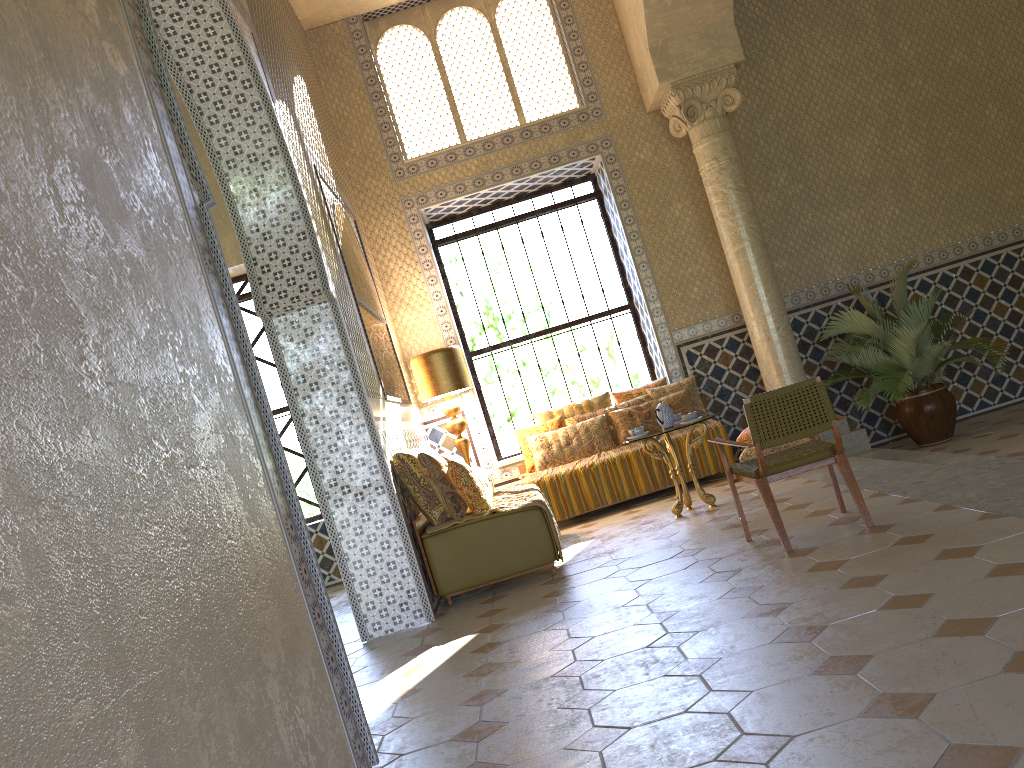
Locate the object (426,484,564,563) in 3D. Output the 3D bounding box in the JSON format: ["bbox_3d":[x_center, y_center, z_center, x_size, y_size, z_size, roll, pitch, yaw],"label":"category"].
[{"bbox_3d":[-0.162,1.624,9.925,1.314,0.718,2.888,-17,-2,0],"label":"object"}]

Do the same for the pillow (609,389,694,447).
[{"bbox_3d":[2.012,0.492,12.492,1.191,0.547,0.329,-17,0,0],"label":"pillow"}]

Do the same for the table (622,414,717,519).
[{"bbox_3d":[1.904,0.962,9.952,1.108,0.981,1.093,-18,-1,29],"label":"table"}]

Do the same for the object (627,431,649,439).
[{"bbox_3d":[1.416,0.583,9.949,0.254,0.032,0.257,-16,-3,-22],"label":"object"}]

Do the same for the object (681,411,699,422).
[{"bbox_3d":[1.947,0.369,9.665,0.183,0.100,0.184,-17,-2,-4],"label":"object"}]

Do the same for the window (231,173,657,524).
[{"bbox_3d":[-2.150,-0.225,13.803,8.474,3.992,0.574,-17,0,-4],"label":"window"}]

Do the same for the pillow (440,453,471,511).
[{"bbox_3d":[-0.613,1.080,9.833,0.340,0.693,0.741,-17,-1,0],"label":"pillow"}]

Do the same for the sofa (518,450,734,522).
[{"bbox_3d":[1.566,1.223,12.472,2.849,0.938,1.274,-17,-1,0],"label":"sofa"}]

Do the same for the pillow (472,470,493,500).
[{"bbox_3d":[-0.369,1.166,9.748,0.271,0.450,0.983,-17,-2,-1],"label":"pillow"}]

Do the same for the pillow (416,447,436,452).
[{"bbox_3d":[-0.902,1.119,10.510,0.422,0.832,1.193,-17,-2,-1],"label":"pillow"}]

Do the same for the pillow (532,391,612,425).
[{"bbox_3d":[0.983,0.657,12.950,1.192,0.833,0.422,-17,0,0],"label":"pillow"}]

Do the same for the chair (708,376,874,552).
[{"bbox_3d":[2.218,0.618,7.129,0.950,1.210,0.907,-17,-1,0],"label":"chair"}]

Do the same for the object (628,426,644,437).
[{"bbox_3d":[1.405,0.547,9.948,0.183,0.100,0.184,-16,-2,-19],"label":"object"}]

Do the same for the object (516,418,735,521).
[{"bbox_3d":[1.526,1.223,12.409,2.886,0.718,1.315,-17,-2,0],"label":"object"}]

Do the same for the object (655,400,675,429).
[{"bbox_3d":[1.718,0.341,9.986,0.272,0.324,0.199,-17,0,-11],"label":"object"}]

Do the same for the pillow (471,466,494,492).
[{"bbox_3d":[-0.370,1.209,10.684,0.271,0.450,0.983,-17,-2,-1],"label":"pillow"}]

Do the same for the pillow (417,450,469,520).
[{"bbox_3d":[-0.697,1.035,9.090,0.383,0.780,0.834,-17,-1,0],"label":"pillow"}]

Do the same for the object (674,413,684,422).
[{"bbox_3d":[1.900,0.412,10.299,0.183,0.100,0.183,-17,-2,-11],"label":"object"}]

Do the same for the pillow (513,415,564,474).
[{"bbox_3d":[0.469,0.883,12.733,0.741,0.693,0.340,-17,0,0],"label":"pillow"}]

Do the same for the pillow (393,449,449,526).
[{"bbox_3d":[-0.901,1.064,9.313,0.422,0.832,1.193,-17,-2,-1],"label":"pillow"}]

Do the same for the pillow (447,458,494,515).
[{"bbox_3d":[-0.419,1.043,8.947,0.345,0.651,0.685,-17,-1,-1],"label":"pillow"}]

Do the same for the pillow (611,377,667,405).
[{"bbox_3d":[1.982,0.385,13.006,0.855,0.801,0.393,-17,0,0],"label":"pillow"}]

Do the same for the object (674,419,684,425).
[{"bbox_3d":[1.911,0.448,10.301,0.254,0.032,0.257,-16,-3,-22],"label":"object"}]

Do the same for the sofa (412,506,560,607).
[{"bbox_3d":[-0.218,1.650,9.937,1.273,0.937,2.852,-17,-2,-1],"label":"sofa"}]

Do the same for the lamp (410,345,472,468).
[{"bbox_3d":[-0.675,0.901,12.368,0.731,2.815,0.742,-17,0,-31],"label":"lamp"}]

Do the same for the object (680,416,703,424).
[{"bbox_3d":[1.957,0.405,9.665,0.255,0.032,0.256,-17,-2,-4],"label":"object"}]

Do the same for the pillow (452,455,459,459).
[{"bbox_3d":[-0.605,1.146,10.636,0.313,0.638,0.682,-17,-1,0],"label":"pillow"}]

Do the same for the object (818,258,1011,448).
[{"bbox_3d":[5.433,-0.429,11.874,2.632,2.503,2.173,-17,-1,-13],"label":"object"}]

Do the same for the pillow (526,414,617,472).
[{"bbox_3d":[0.840,0.849,12.495,1.191,0.547,0.329,-17,0,0],"label":"pillow"}]

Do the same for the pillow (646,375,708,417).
[{"bbox_3d":[2.389,0.298,12.729,0.741,0.693,0.340,-17,0,0],"label":"pillow"}]

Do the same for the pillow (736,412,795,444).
[{"bbox_3d":[3.307,0.560,11.129,0.810,0.311,0.742,-18,-2,34],"label":"pillow"}]

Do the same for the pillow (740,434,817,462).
[{"bbox_3d":[3.352,0.765,11.139,0.936,0.347,0.876,-18,-2,20],"label":"pillow"}]

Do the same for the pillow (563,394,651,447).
[{"bbox_3d":[1.443,0.617,12.711,1.341,0.615,0.370,-17,0,0],"label":"pillow"}]
